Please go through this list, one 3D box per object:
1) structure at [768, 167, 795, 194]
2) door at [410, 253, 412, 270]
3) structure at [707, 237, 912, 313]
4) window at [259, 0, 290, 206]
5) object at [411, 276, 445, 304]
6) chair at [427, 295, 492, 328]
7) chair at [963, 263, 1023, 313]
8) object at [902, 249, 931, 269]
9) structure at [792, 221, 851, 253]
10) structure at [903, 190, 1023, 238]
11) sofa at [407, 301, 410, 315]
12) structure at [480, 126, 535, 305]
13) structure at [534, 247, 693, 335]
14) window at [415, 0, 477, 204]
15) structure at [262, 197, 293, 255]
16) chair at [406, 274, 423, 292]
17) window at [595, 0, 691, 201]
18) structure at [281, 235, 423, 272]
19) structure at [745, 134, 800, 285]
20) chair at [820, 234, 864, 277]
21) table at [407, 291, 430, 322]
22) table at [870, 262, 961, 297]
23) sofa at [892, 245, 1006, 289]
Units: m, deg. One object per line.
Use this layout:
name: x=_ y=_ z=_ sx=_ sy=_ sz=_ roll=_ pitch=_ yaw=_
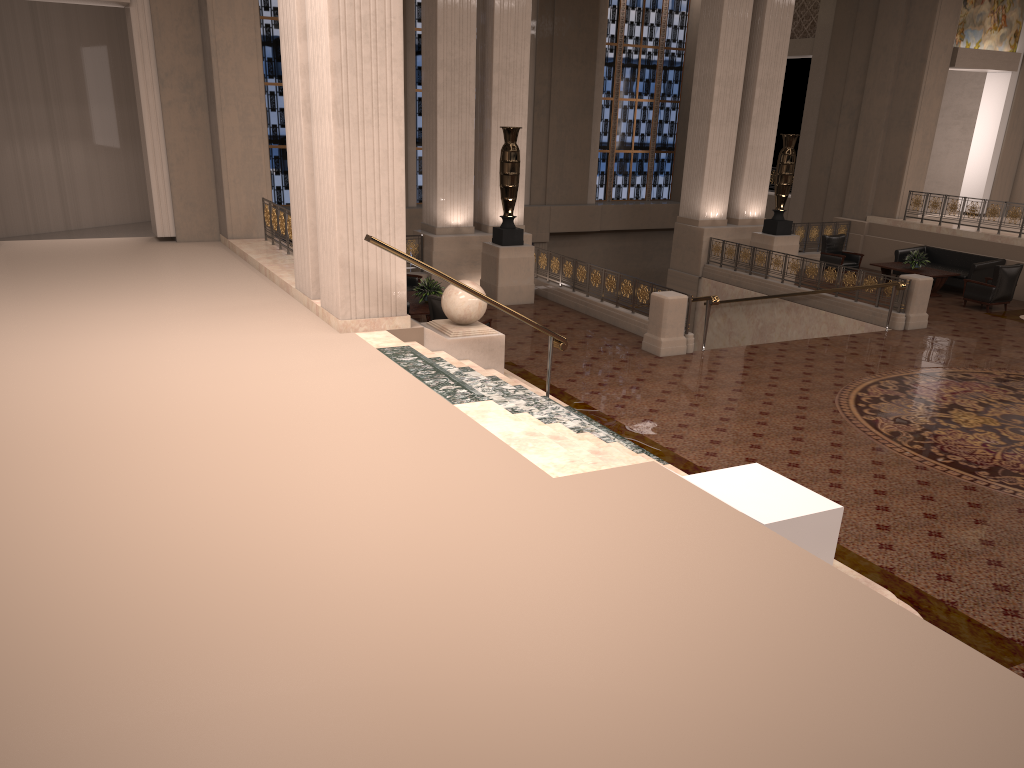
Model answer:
structure: x=6.639 y=-5.318 z=22.969 sx=0.031 sy=0.695 sz=2.088 roll=-10 pitch=21 yaw=-26
door: x=-2.183 y=-2.337 z=23.315 sx=1.481 sy=2.837 sz=0.150 roll=-8 pitch=24 yaw=-25
structure: x=5.142 y=-2.056 z=16.013 sx=0.078 sy=0.559 sz=4.784 roll=-10 pitch=21 yaw=-27
window: x=-5.789 y=-6.831 z=20.023 sx=2.967 sy=5.580 sz=0.067 roll=-8 pitch=24 yaw=-25
object: x=-1.204 y=-1.371 z=12.715 sx=0.501 sy=0.392 sz=0.505 roll=4 pitch=19 yaw=4
chair: x=-0.682 y=-0.749 z=11.521 sx=0.643 sy=0.879 sz=0.694 roll=10 pitch=22 yaw=21
chair: x=8.619 y=-1.766 z=15.849 sx=0.643 sy=0.879 sz=0.694 roll=-8 pitch=23 yaw=-26
object: x=7.898 y=-2.447 z=17.210 sx=0.501 sy=0.392 sz=0.505 roll=4 pitch=19 yaw=4
structure: x=6.583 y=-3.264 z=19.645 sx=2.518 sy=0.681 sz=0.031 roll=-7 pitch=24 yaw=-26
structure: x=9.443 y=-3.393 z=17.723 sx=0.032 sy=0.650 sz=3.579 roll=-10 pitch=21 yaw=-26
sofa: x=-2.174 y=-1.035 z=12.481 sx=0.869 sy=0.736 sz=1.862 roll=-8 pitch=21 yaw=-27
structure: x=-0.046 y=-2.785 z=14.696 sx=0.695 sy=2.904 sz=0.677 roll=-9 pitch=25 yaw=-26
structure: x=1.374 y=-1.624 z=14.195 sx=0.079 sy=0.559 sz=4.781 roll=-9 pitch=21 yaw=-26
window: x=-1.246 y=-7.352 z=22.215 sx=2.967 sy=5.580 sz=0.067 roll=-8 pitch=24 yaw=-25
structure: x=-2.894 y=-1.979 z=11.772 sx=0.032 sy=0.650 sz=3.579 roll=-10 pitch=21 yaw=-26
chair: x=-1.920 y=-1.673 z=14.308 sx=0.710 sy=0.879 sz=0.629 roll=12 pitch=23 yaw=25
window: x=3.454 y=-7.891 z=24.482 sx=2.967 sy=5.580 sz=0.067 roll=-8 pitch=24 yaw=-25
structure: x=-2.715 y=-2.198 z=15.160 sx=2.518 sy=0.681 sz=0.031 roll=-7 pitch=24 yaw=-26
structure: x=5.232 y=-3.390 z=17.242 sx=0.695 sy=2.904 sz=0.677 roll=-9 pitch=25 yaw=-26
chair: x=6.923 y=-2.687 z=18.577 sx=0.641 sy=0.879 sz=0.696 roll=-11 pitch=24 yaw=-30
table: x=-1.359 y=-0.999 z=12.926 sx=0.833 sy=0.454 sz=1.429 roll=-8 pitch=20 yaw=-27
table: x=7.890 y=-2.059 z=17.388 sx=0.833 sy=0.454 sz=1.429 roll=-8 pitch=20 yaw=-27
sofa: x=8.711 y=-2.283 z=17.732 sx=0.869 sy=0.736 sz=1.862 roll=-8 pitch=21 yaw=-27
